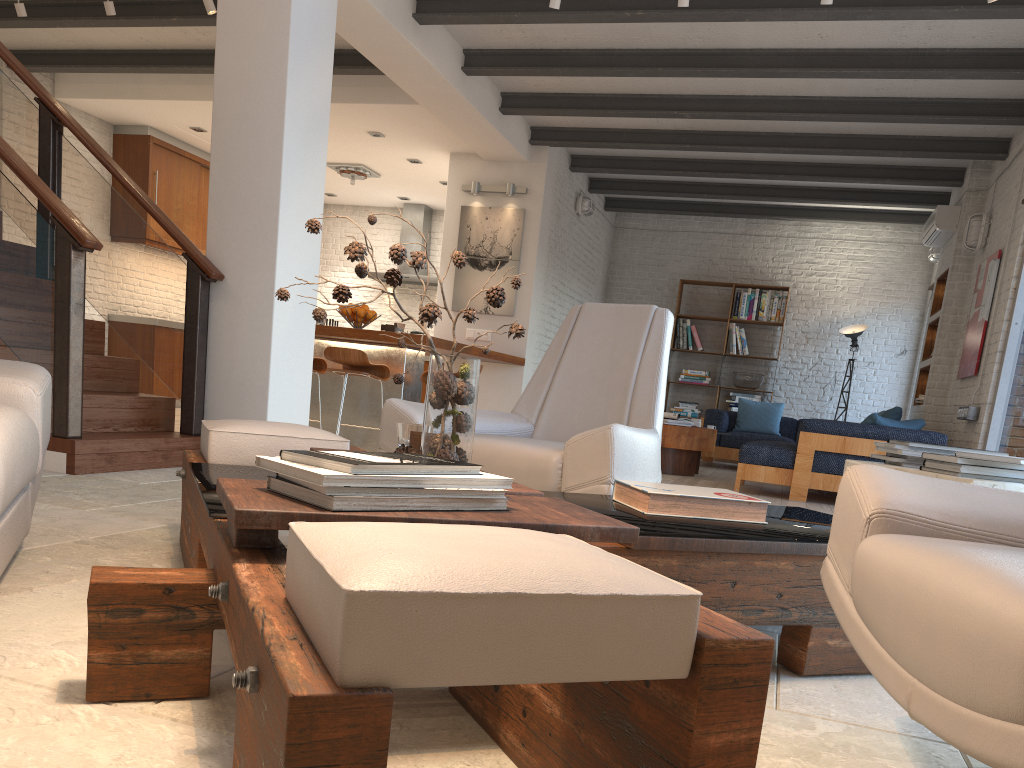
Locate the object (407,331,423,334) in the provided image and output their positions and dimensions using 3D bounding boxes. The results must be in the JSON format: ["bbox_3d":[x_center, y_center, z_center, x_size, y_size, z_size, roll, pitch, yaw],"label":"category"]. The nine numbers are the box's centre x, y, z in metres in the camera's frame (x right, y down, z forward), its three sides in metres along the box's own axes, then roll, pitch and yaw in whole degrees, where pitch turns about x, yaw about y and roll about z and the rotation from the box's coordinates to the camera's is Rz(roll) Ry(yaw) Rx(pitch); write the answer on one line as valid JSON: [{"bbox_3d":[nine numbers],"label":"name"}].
[{"bbox_3d":[-1.252,-0.552,11.372,0.258,0.281,0.262,10,7,38],"label":"object"}]

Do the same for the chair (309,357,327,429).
[{"bbox_3d":[-1.716,0.076,6.685,0.402,0.791,0.415,9,8,17],"label":"chair"}]

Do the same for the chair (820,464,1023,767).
[{"bbox_3d":[1.097,0.242,1.248,0.983,1.018,1.007,6,5,1],"label":"chair"}]

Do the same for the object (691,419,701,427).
[{"bbox_3d":[1.837,0.404,8.717,0.106,0.110,0.107,9,6,33],"label":"object"}]

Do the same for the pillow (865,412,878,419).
[{"bbox_3d":[3.834,0.498,9.363,0.242,0.405,1.096,8,1,16],"label":"pillow"}]

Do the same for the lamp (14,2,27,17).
[{"bbox_3d":[-3.370,-2.576,5.980,0.060,0.131,0.085,9,7,19],"label":"lamp"}]

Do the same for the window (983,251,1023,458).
[{"bbox_3d":[3.454,-2.204,4.139,0.642,6.513,12.221,9,3,18],"label":"window"}]

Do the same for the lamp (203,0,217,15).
[{"bbox_3d":[-1.925,-2.417,5.553,0.087,0.132,0.058,3,9,-23],"label":"lamp"}]

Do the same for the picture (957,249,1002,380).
[{"bbox_3d":[3.799,-0.535,7.108,0.019,0.979,0.734,9,7,18],"label":"picture"}]

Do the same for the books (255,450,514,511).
[{"bbox_3d":[-0.214,0.170,1.552,0.402,0.076,0.245,6,0,-41],"label":"books"}]

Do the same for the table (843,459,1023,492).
[{"bbox_3d":[1.395,0.536,2.800,0.497,0.514,0.483,4,5,-23],"label":"table"}]

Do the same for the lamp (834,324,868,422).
[{"bbox_3d":[4.078,0.208,10.289,0.508,1.884,0.845,5,8,-10],"label":"lamp"}]

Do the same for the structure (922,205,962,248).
[{"bbox_3d":[4.072,-1.491,8.296,0.199,0.223,0.807,8,1,18],"label":"structure"}]

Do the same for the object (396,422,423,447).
[{"bbox_3d":[-0.276,0.152,2.396,0.091,0.086,0.089,4,5,-24],"label":"object"}]

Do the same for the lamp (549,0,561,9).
[{"bbox_3d":[0.247,-2.177,4.925,0.059,0.131,0.084,4,7,-13],"label":"lamp"}]

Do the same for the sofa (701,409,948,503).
[{"bbox_3d":[2.781,0.645,8.526,2.065,0.672,3.916,7,0,17],"label":"sofa"}]

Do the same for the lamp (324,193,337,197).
[{"bbox_3d":[-2.341,-2.458,11.246,0.123,0.056,0.122,7,1,17],"label":"lamp"}]

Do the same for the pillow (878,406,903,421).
[{"bbox_3d":[3.421,0.420,8.086,0.253,0.423,1.200,8,1,17],"label":"pillow"}]

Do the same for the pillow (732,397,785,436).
[{"bbox_3d":[2.881,0.388,10.165,0.552,0.418,0.220,7,8,15],"label":"pillow"}]

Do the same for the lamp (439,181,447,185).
[{"bbox_3d":[-0.741,-2.288,9.862,0.123,0.056,0.122,7,1,17],"label":"lamp"}]

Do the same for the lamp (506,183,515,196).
[{"bbox_3d":[-0.016,-1.861,8.341,0.080,0.106,0.078,0,9,-45],"label":"lamp"}]

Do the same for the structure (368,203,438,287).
[{"bbox_3d":[-1.296,-1.825,11.379,0.979,1.014,0.450,8,8,16],"label":"structure"}]

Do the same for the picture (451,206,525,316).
[{"bbox_3d":[-0.240,-1.208,8.559,0.650,1.037,0.020,8,10,16],"label":"picture"}]

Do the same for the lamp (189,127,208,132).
[{"bbox_3d":[-3.136,-2.564,8.719,0.123,0.056,0.122,7,1,17],"label":"lamp"}]

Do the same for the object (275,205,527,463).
[{"bbox_3d":[-0.262,-0.101,1.977,0.544,0.620,0.308,5,8,-12],"label":"object"}]

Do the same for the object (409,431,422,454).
[{"bbox_3d":[-0.217,0.171,2.269,0.094,0.083,0.112,6,3,-11],"label":"object"}]

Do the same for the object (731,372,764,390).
[{"bbox_3d":[2.961,-0.031,10.990,0.402,0.205,0.395,5,2,-32],"label":"object"}]

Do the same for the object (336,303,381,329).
[{"bbox_3d":[-1.229,-0.526,6.984,0.367,0.226,0.355,6,3,-18],"label":"object"}]

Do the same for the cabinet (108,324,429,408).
[{"bbox_3d":[-2.218,-0.998,10.686,4.803,2.892,2.212,6,6,-19],"label":"cabinet"}]

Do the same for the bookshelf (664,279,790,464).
[{"bbox_3d":[2.651,-0.128,11.036,1.308,2.248,0.358,8,10,16],"label":"bookshelf"}]

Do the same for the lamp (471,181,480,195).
[{"bbox_3d":[-0.353,-1.898,8.439,0.080,0.106,0.078,0,9,-45],"label":"lamp"}]

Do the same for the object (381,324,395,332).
[{"bbox_3d":[-0.977,-0.427,6.915,0.094,0.084,0.112,4,4,-28],"label":"object"}]

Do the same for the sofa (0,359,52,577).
[{"bbox_3d":[-1.535,0.070,1.503,1.149,0.769,2.281,5,1,-23],"label":"sofa"}]

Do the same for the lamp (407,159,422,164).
[{"bbox_3d":[-1.006,-2.323,9.019,0.123,0.056,0.122,7,1,17],"label":"lamp"}]

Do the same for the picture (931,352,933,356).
[{"bbox_3d":[4.163,-0.367,8.473,0.102,0.249,0.190,7,6,8],"label":"picture"}]

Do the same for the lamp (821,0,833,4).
[{"bbox_3d":[1.640,-2.029,4.522,0.060,0.123,0.085,9,7,19],"label":"lamp"}]

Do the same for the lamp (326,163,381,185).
[{"bbox_3d":[-1.770,-2.305,9.707,0.447,0.173,0.446,7,1,17],"label":"lamp"}]

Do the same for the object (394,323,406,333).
[{"bbox_3d":[-0.880,-0.430,6.807,0.090,0.086,0.090,9,5,32],"label":"object"}]

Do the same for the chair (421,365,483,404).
[{"bbox_3d":[-0.469,0.217,6.878,0.419,0.791,0.398,9,8,17],"label":"chair"}]

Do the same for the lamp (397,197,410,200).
[{"bbox_3d":[-1.358,-2.350,10.960,0.123,0.056,0.122,7,1,17],"label":"lamp"}]

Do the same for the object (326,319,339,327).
[{"bbox_3d":[-2.510,-0.711,12.063,0.319,0.383,0.065,8,10,16],"label":"object"}]

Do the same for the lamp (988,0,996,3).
[{"bbox_3d":[2.378,-1.943,4.301,0.087,0.132,0.058,3,9,-23],"label":"lamp"}]

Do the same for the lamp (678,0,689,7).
[{"bbox_3d":[0.933,-2.102,4.729,0.060,0.131,0.085,9,7,19],"label":"lamp"}]

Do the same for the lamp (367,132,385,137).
[{"bbox_3d":[-1.272,-2.358,8.176,0.123,0.056,0.122,7,1,17],"label":"lamp"}]

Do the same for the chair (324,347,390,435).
[{"bbox_3d":[-1.205,0.132,6.537,0.402,0.791,0.415,9,8,17],"label":"chair"}]

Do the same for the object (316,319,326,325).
[{"bbox_3d":[-1.532,-0.502,6.985,0.090,0.086,0.090,7,5,14],"label":"object"}]

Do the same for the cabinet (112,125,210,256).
[{"bbox_3d":[-3.428,-1.980,10.538,0.458,1.181,3.313,9,2,18],"label":"cabinet"}]

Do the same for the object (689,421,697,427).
[{"bbox_3d":[1.726,0.381,8.438,0.146,0.057,0.173,6,1,6],"label":"object"}]

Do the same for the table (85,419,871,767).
[{"bbox_3d":[0.091,0.421,2.102,1.980,0.437,2.160,6,0,-22],"label":"table"}]

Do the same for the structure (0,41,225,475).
[{"bbox_3d":[-1.714,-1.655,5.273,10.083,4.215,13.734,7,1,17],"label":"structure"}]

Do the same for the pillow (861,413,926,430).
[{"bbox_3d":[2.915,0.407,6.854,0.567,0.335,0.368,5,4,-23],"label":"pillow"}]

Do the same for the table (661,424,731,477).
[{"bbox_3d":[1.567,0.622,8.766,1.066,0.454,1.819,7,0,23],"label":"table"}]

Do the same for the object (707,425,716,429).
[{"bbox_3d":[2.014,0.452,8.862,0.154,0.058,0.267,7,0,10],"label":"object"}]

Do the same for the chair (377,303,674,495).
[{"bbox_3d":[0.176,0.152,3.342,1.012,1.036,0.968,10,6,33],"label":"chair"}]

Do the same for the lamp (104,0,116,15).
[{"bbox_3d":[-2.664,-2.498,5.775,0.060,0.131,0.085,9,7,19],"label":"lamp"}]
